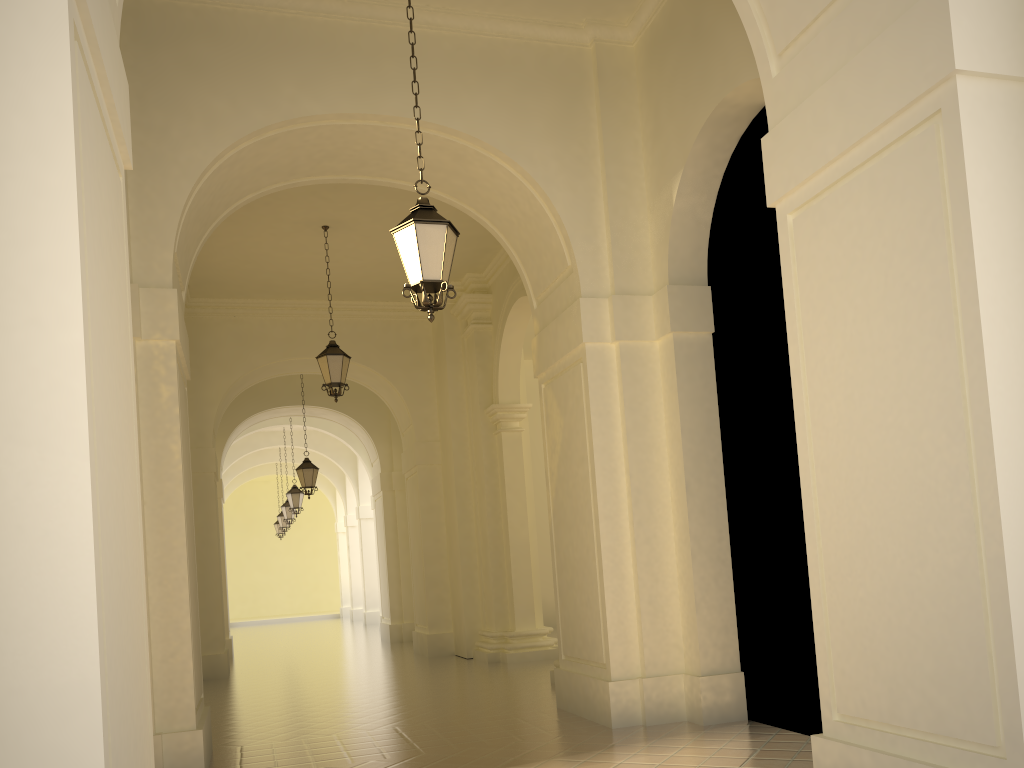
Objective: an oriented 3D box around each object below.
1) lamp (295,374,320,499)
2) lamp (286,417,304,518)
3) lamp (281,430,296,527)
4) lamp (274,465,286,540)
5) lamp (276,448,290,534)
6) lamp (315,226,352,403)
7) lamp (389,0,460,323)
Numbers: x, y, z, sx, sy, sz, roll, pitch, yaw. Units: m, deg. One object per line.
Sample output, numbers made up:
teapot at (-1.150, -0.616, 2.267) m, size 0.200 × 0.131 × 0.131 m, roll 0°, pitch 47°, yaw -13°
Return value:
lamp at (-4.417, 0.818, 18.640) m, size 0.515 × 3.279 × 0.442 m, roll -7°, pitch -4°, yaw 43°
lamp at (-5.871, 1.942, 23.464) m, size 0.509 × 3.279 × 0.447 m, roll -3°, pitch -3°, yaw -17°
lamp at (-6.993, 2.810, 27.186) m, size 0.509 × 3.279 × 0.447 m, roll -3°, pitch -3°, yaw -17°
lamp at (-9.191, 4.509, 34.473) m, size 0.509 × 3.279 × 0.447 m, roll -3°, pitch -3°, yaw -17°
lamp at (-8.095, 3.662, 30.841) m, size 0.509 × 3.279 × 0.447 m, roll -3°, pitch -3°, yaw -17°
lamp at (-2.586, -0.997, 12.496) m, size 0.443 × 2.542 × 0.513 m, roll -5°, pitch -3°, yaw 13°
lamp at (-0.689, -2.064, 6.276) m, size 0.515 × 3.279 × 0.442 m, roll -7°, pitch -4°, yaw 43°
